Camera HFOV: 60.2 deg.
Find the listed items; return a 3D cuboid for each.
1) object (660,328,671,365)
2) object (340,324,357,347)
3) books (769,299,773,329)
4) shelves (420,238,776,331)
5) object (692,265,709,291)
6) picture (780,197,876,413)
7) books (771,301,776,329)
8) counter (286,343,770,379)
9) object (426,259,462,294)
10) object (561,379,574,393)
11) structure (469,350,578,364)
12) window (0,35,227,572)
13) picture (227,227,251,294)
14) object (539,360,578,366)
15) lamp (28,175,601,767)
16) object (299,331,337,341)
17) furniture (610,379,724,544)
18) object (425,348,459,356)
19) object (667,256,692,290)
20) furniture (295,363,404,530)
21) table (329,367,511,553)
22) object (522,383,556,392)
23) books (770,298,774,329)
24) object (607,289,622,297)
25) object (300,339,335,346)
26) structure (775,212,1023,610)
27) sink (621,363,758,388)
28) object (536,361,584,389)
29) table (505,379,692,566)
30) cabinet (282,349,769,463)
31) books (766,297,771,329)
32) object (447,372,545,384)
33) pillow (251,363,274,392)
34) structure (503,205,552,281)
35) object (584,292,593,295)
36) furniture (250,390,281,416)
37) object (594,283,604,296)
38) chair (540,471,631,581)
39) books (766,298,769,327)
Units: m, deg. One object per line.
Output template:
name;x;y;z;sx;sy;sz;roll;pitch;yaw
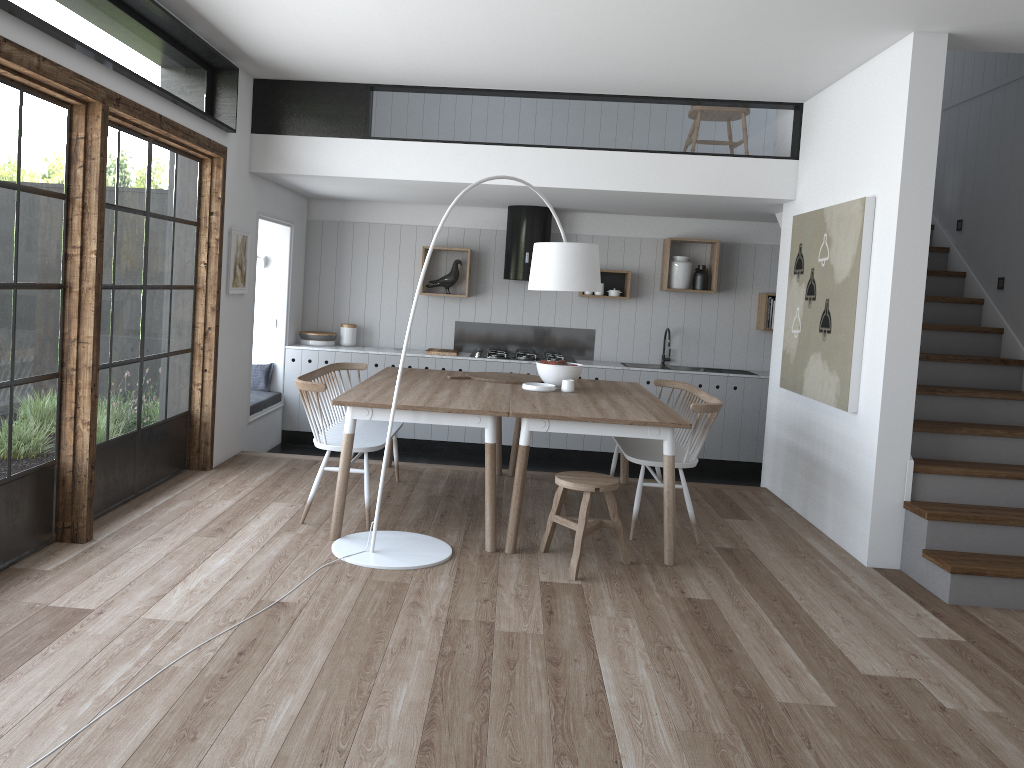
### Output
object;1.461;-0.337;8.233;0.091;0.373;0.290;4;4;0
object;-1.570;-0.467;8.467;0.150;0.212;0.158;1;5;-30
books;2.376;-0.659;8.212;0.013;0.281;0.219;4;4;0
shelves;0.945;-0.986;8.261;3.585;0.796;0.300;4;4;3
object;1.762;-0.986;8.215;0.159;0.235;0.153;3;4;-1
picture;1.979;-0.513;5.644;0.060;1.215;1.300;4;5;0
books;2.399;-0.642;8.174;0.014;0.256;0.163;4;4;0
counter;0.995;-0.170;8.165;6.138;0.020;0.580;4;6;3
object;-0.645;-1.020;8.366;0.335;0.333;0.139;4;4;4
object;0.357;0.014;5.634;0.084;0.078;0.083;4;5;2
structure;0.104;-0.261;8.219;0.985;0.048;0.555;4;6;3
window;-2.136;-0.237;3.498;0.161;2.250;5.417;4;6;0
picture;-2.010;-0.899;6.491;0.030;0.469;0.435;4;5;0
object;0.312;-0.074;5.825;0.244;0.167;0.244;-1;7;-37
lamp;-0.923;-0.054;3.496;0.894;2.018;5.105;5;6;26
object;-1.849;-0.457;8.420;0.349;0.065;0.371;-1;8;-39
furniture;0.934;0.434;5.619;0.545;0.808;1.364;3;5;0
object;-0.648;-0.299;8.251;0.291;0.030;0.401;3;6;1
object;1.553;-1.033;8.215;0.223;0.300;0.234;1;5;-25
furniture;-0.999;0.331;5.539;0.545;0.808;1.364;3;5;0
table;-0.500;0.379;5.638;0.937;0.747;2.047;3;6;0
object;0.173;0.021;5.671;0.211;0.035;0.219;1;6;-19
books;2.387;-0.659;8.218;0.011;0.280;0.228;4;4;0
object;0.955;-0.853;8.240;0.126;0.073;0.111;1;6;-20
object;-1.852;-0.399;8.423;0.336;0.055;0.316;8;8;40
structure;2.683;-0.218;5.905;1.057;2.623;3.613;3;5;0
sink;1.604;-0.059;8.102;1.179;0.166;0.453;4;6;3
object;0.310;-0.053;5.830;0.314;0.164;0.316;3;5;-1
table;0.436;0.439;5.583;0.937;0.747;2.047;3;6;0
cabinet;0.970;0.245;7.902;6.135;0.746;0.010;4;3;3
books;2.358;-0.661;8.204;0.022;0.285;0.206;4;4;0
object;-0.046;-0.041;6.200;0.611;0.023;0.664;6;7;24
pillow;-2.364;-0.055;8.039;0.403;0.292;0.181;4;4;3
structure;0.154;-1.398;8.221;0.402;0.866;0.427;0;5;-42
object;0.711;-0.872;8.227;0.086;0.088;0.081;7;6;37
furniture;-2.400;0.146;7.590;0.597;0.115;1.054;3;6;1
object;0.812;-0.879;8.220;0.086;0.115;0.086;4;4;2
chair;0.423;0.704;4.511;0.427;0.448;0.490;2;5;-12
books;2.341;-0.661;8.213;0.013;0.280;0.211;4;4;0
